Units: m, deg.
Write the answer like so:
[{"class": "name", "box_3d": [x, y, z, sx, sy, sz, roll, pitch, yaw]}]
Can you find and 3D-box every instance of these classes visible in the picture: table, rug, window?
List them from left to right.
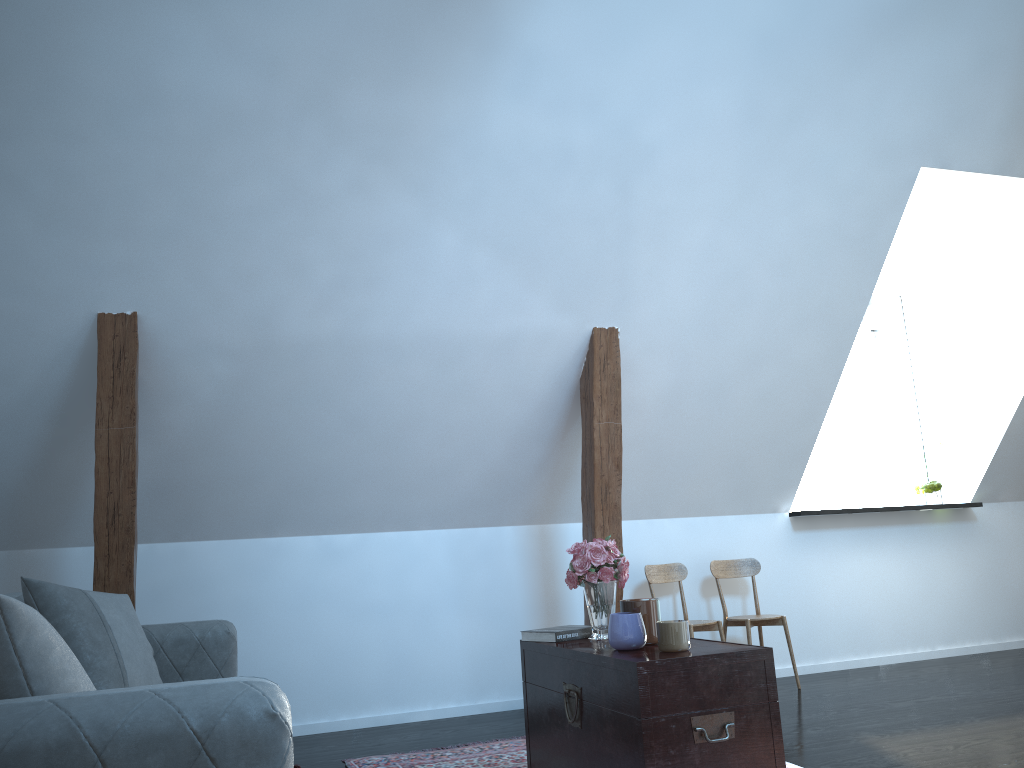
[{"class": "table", "box_3d": [0.401, 1.063, 2.781, 0.471, 0.492, 0.962, 0, -12, -19]}, {"class": "rug", "box_3d": [0.404, 1.292, 2.701, 1.512, 0.029, 2.647, 0, -12, -19]}, {"class": "window", "box_3d": [4.805, -1.815, 4.184, 8.018, 4.249, 5.959, 0, -12, -19]}]

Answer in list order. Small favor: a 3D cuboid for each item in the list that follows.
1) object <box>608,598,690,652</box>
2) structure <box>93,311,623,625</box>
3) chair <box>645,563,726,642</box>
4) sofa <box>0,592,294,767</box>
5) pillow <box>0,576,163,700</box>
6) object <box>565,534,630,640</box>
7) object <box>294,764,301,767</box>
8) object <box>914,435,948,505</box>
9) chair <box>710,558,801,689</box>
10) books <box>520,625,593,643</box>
[{"class": "object", "box_3d": [0.384, 0.738, 2.723, 0.215, 0.138, 0.413, -2, -11, -8]}, {"class": "structure", "box_3d": [3.999, 0.731, 5.957, 12.350, 1.963, 1.023, 0, -12, -19]}, {"class": "chair", "box_3d": [0.947, 1.324, 4.804, 0.329, 0.696, 0.342, 5, -14, -36]}, {"class": "sofa", "box_3d": [-1.227, 0.919, 2.237, 1.107, 0.770, 2.458, 0, -12, -19]}, {"class": "pillow", "box_3d": [-1.152, 0.751, 2.321, 0.444, 0.515, 2.075, 0, -12, -19]}, {"class": "object", "box_3d": [0.293, 0.704, 3.082, 0.234, 0.351, 0.235, -10, -13, 30]}, {"class": "object", "box_3d": [-0.775, 1.429, 3.225, 0.101, 0.090, 0.277, -9, -12, 26]}, {"class": "object", "box_3d": [2.757, 0.563, 5.830, 0.131, 0.461, 0.309, -3, -11, -1]}, {"class": "chair", "box_3d": [1.334, 1.323, 4.919, 0.329, 0.696, 0.342, 0, -12, -18]}, {"class": "books", "box_3d": [0.180, 0.884, 3.141, 0.243, 0.034, 0.179, 6, -15, -41]}]
